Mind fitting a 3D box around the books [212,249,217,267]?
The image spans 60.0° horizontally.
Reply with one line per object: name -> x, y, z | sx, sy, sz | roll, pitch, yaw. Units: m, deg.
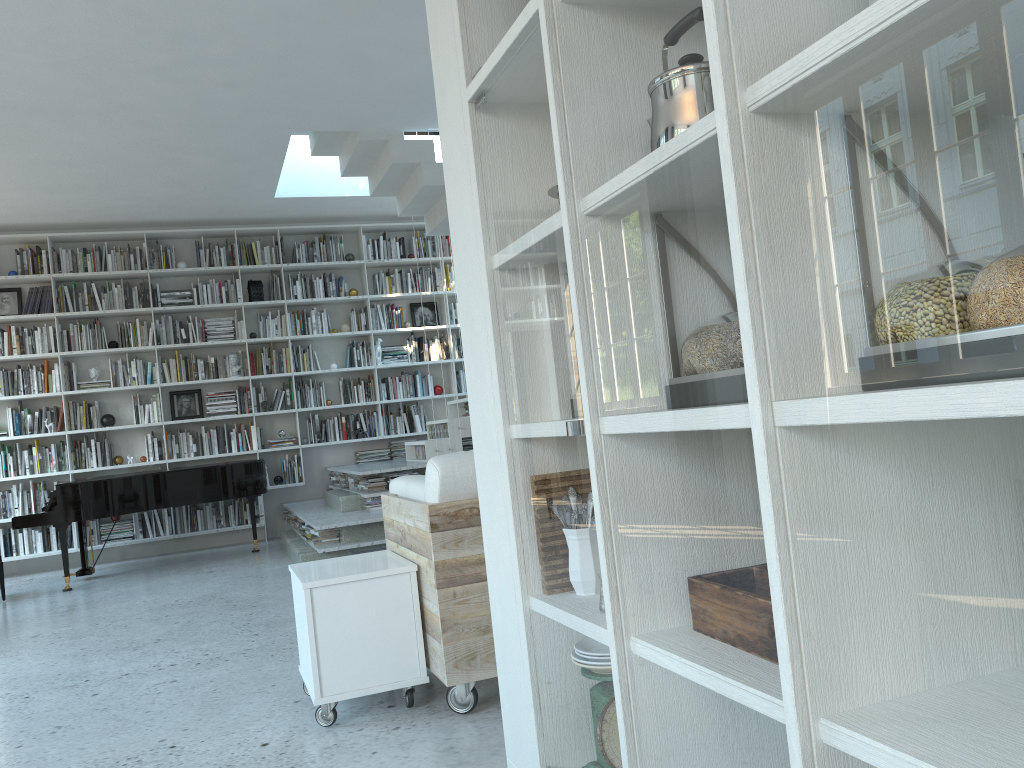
books -> -2.989, -1.239, 8.917 | 0.033, 0.203, 0.166 | -6, -2, -19

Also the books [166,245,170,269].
books -> -3.402, -1.230, 8.784 | 0.013, 0.264, 0.147 | -6, -2, -19

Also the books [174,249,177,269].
books -> -3.347, -1.220, 8.819 | 0.004, 0.235, 0.137 | -6, -2, -19

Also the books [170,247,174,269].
books -> -3.374, -1.225, 8.807 | 0.013, 0.249, 0.148 | -6, -2, -19

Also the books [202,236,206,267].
books -> -3.088, -1.294, 8.882 | 0.010, 0.331, 0.186 | -6, -2, -19

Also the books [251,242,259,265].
books -> -2.621, -1.300, 9.043 | 0.054, 0.254, 0.191 | -6, -2, -19

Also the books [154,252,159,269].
books -> -3.498, -1.186, 8.741 | 0.026, 0.194, 0.166 | -6, -2, -19

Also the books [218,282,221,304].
books -> -2.948, -0.892, 8.929 | 0.011, 0.239, 0.139 | -6, -2, -19

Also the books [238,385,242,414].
books -> -2.744, 0.166, 8.944 | 0.011, 0.299, 0.130 | -6, -2, -19

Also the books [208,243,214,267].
books -> -3.027, -1.268, 8.926 | 0.028, 0.270, 0.140 | -6, -2, -19

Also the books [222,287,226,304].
books -> -2.899, -0.872, 8.921 | 0.029, 0.188, 0.176 | -6, -2, -19

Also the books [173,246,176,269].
books -> -3.348, -1.231, 8.798 | 0.011, 0.256, 0.143 | -6, -2, -19

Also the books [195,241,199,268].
books -> -3.146, -1.269, 8.863 | 0.014, 0.292, 0.176 | -6, -2, -19

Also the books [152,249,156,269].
books -> -3.527, -1.200, 8.745 | 0.023, 0.228, 0.157 | -6, -2, -19

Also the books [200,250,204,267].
books -> -3.107, -1.230, 8.895 | 0.031, 0.208, 0.147 | -6, -2, -19

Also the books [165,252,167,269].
books -> -3.428, -1.211, 8.794 | 0.006, 0.233, 0.136 | -6, -2, -19

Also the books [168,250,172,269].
books -> -3.385, -1.209, 8.784 | 0.016, 0.219, 0.144 | -6, -2, -19

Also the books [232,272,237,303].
books -> -2.806, -0.953, 8.969 | 0.012, 0.334, 0.156 | -6, -2, -19

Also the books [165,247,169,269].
books -> -3.415, -1.221, 8.785 | 0.014, 0.248, 0.139 | -6, -2, -19

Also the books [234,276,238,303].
books -> -2.800, -0.936, 8.988 | 0.010, 0.299, 0.133 | -6, -2, -19

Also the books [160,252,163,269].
books -> -3.465, -1.194, 8.774 | 0.011, 0.205, 0.145 | -6, -2, -19

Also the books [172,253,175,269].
books -> -3.357, -1.195, 8.800 | 0.010, 0.186, 0.152 | -6, -2, -19

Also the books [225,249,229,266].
books -> -2.885, -1.249, 8.976 | 0.014, 0.204, 0.135 | -6, -2, -19

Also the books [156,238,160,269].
books -> -3.491, -1.260, 8.762 | 0.014, 0.341, 0.145 | -6, -2, -19

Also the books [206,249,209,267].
books -> -3.055, -1.237, 8.895 | 0.050, 0.211, 0.173 | -6, -2, -19

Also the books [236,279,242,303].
books -> -2.748, -0.913, 8.918 | 0.037, 0.237, 0.272 | -6, -2, -19

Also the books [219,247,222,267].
books -> -2.937, -1.251, 8.936 | 0.012, 0.217, 0.179 | -6, -2, -19

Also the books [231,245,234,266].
books -> -2.835, -1.274, 8.991 | 0.014, 0.244, 0.145 | -6, -2, -19

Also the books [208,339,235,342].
books -> -2.921, -0.425, 8.897 | 0.254, 0.012, 0.161 | -5, -2, -23

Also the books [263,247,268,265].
books -> -2.524, -1.283, 9.077 | 0.024, 0.201, 0.180 | -6, -2, -19

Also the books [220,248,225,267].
books -> -2.914, -1.247, 8.925 | 0.023, 0.202, 0.193 | -6, -2, -19

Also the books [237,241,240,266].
books -> -2.783, -1.299, 9.010 | 0.012, 0.285, 0.159 | -6, -2, -19

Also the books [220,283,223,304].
books -> -2.921, -0.891, 8.918 | 0.012, 0.230, 0.158 | -6, -2, -19

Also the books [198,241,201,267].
books -> -3.128, -1.272, 8.878 | 0.011, 0.296, 0.157 | -6, -2, -19

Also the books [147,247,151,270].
books -> -3.569, -1.209, 8.732 | 0.012, 0.254, 0.161 | -6, -2, -19

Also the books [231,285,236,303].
books -> -2.816, -0.887, 8.952 | 0.029, 0.202, 0.191 | -6, -2, -19

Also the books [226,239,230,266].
books -> -2.876, -1.302, 8.976 | 0.012, 0.308, 0.138 | -6, -2, -19

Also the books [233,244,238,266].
books -> -2.805, -1.283, 8.999 | 0.022, 0.257, 0.137 | -6, -2, -19

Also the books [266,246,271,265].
books -> -2.497, -1.291, 9.082 | 0.031, 0.213, 0.169 | -6, -2, -19

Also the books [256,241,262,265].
books -> -2.590, -1.312, 9.076 | 0.030, 0.274, 0.151 | -6, -2, -19

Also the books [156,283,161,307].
books -> -3.467, -0.849, 8.715 | 0.021, 0.249, 0.191 | -6, -2, -19

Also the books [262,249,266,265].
books -> -2.544, -1.270, 9.068 | 0.022, 0.180, 0.173 | -6, -2, -19

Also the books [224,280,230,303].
books -> -2.873, -0.904, 8.931 | 0.032, 0.248, 0.173 | -6, -2, -19

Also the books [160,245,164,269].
books -> -3.449, -1.227, 8.753 | 0.011, 0.265, 0.163 | -6, -2, -19

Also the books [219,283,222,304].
books -> -2.934, -0.889, 8.921 | 0.010, 0.230, 0.152 | -6, -2, -19

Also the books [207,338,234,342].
books -> -2.923, -0.437, 8.899 | 0.254, 0.012, 0.161 | -6, -2, -16

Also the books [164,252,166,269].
books -> -3.434, -1.193, 8.770 | 0.023, 0.195, 0.172 | -6, -2, -19

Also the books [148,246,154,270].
books -> -3.545, -1.211, 8.720 | 0.026, 0.253, 0.185 | -6, -2, -19

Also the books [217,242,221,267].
books -> -2.947, -1.277, 8.923 | 0.010, 0.270, 0.180 | -6, -2, -19

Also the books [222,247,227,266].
books -> -2.907, -1.261, 8.976 | 0.026, 0.233, 0.137 | -6, -2, -19

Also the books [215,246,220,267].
books -> -2.966, -1.258, 8.931 | 0.023, 0.236, 0.154 | -6, -2, -19

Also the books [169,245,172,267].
books -> -3.376, -1.228, 8.786 | 0.005, 0.255, 0.168 | -6, -2, -19

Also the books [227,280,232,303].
books -> -2.851, -0.913, 8.956 | 0.029, 0.261, 0.133 | -6, -2, -19

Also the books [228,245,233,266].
books -> -2.851, -1.272, 8.974 | 0.028, 0.244, 0.161 | -6, -2, -19

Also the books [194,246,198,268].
books -> -3.161, -1.243, 8.875 | 0.012, 0.245, 0.151 | -6, -2, -19

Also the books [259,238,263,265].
books -> -2.567, -1.327, 9.067 | 0.010, 0.297, 0.167 | -6, -2, -19

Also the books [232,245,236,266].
books -> -2.819, -1.273, 8.987 | 0.014, 0.238, 0.153 | -6, -2, -19

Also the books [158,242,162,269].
books -> -3.476, -1.239, 8.760 | 0.010, 0.296, 0.153 | -6, -2, -19

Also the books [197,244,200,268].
books -> -3.139, -1.256, 8.882 | 0.011, 0.267, 0.129 | -6, -2, -19
